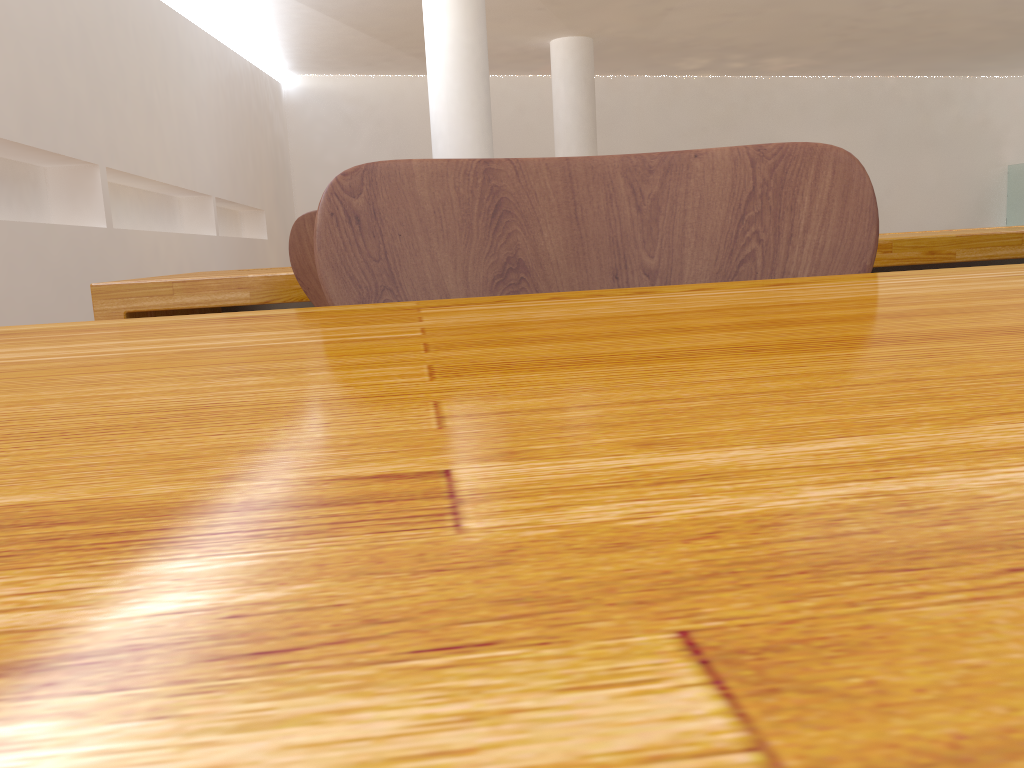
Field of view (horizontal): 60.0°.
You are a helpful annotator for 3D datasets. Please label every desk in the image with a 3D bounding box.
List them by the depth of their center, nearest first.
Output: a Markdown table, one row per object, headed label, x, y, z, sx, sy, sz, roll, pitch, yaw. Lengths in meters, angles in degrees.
| label | x | y | z | sx | sy | sz | roll | pitch | yaw |
| --- | --- | --- | --- | --- | --- | --- | --- | --- | --- |
| desk | 1.159 | 0.230 | 0.250 | 3.356 | 0.606 | 0.760 | -4 | 9 | -6 |
| desk | 0.848 | 0.139 | 2.268 | 3.216 | 1.022 | 1.248 | -4 | 9 | -6 |

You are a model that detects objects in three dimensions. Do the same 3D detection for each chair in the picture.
| label | x | y | z | sx | sy | sz | roll | pitch | yaw |
| --- | --- | --- | --- | --- | --- | --- | --- | --- | --- |
| chair | 0.098 | 0.207 | 0.492 | 0.428 | 0.693 | 0.381 | -4 | 9 | -6 |
| chair | -0.112 | 0.071 | 1.427 | 0.428 | 0.693 | 0.381 | -4 | 9 | -6 |
